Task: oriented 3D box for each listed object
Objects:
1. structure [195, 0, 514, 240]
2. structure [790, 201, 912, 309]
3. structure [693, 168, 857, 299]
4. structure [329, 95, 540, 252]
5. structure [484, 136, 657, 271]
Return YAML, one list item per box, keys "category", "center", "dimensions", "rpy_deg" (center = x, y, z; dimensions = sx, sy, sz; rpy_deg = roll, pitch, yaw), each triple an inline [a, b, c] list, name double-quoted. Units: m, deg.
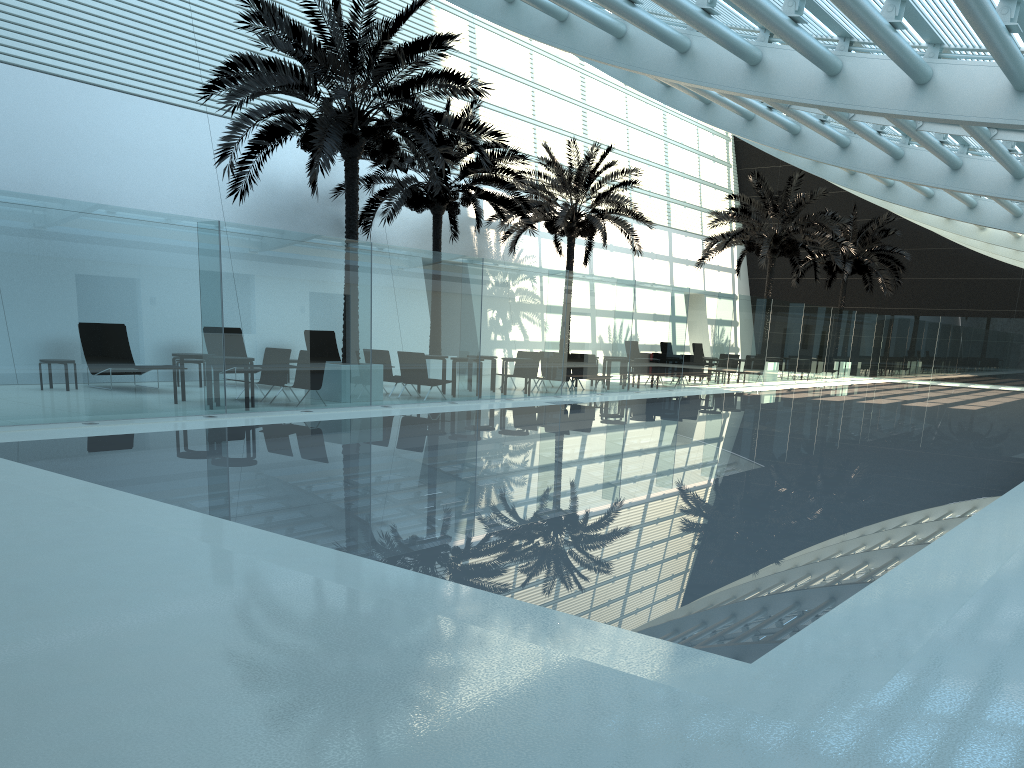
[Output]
- category: "structure"
  center: [-2.929, -3.239, 15.034]
  dimensions: [4.425, 7.235, 4.690]
  rpy_deg: [-5, 13, -33]
- category: "structure"
  center: [13.954, -3.815, 36.255]
  dimensions: [4.437, 7.235, 4.678]
  rpy_deg: [6, 11, 16]
- category: "structure"
  center: [8.899, -3.645, 29.933]
  dimensions: [4.762, 7.236, 4.358]
  rpy_deg: [9, 12, 30]
- category: "structure"
  center: [-1.890, -3.494, 21.362]
  dimensions: [4.621, 7.045, 4.161]
  rpy_deg: [5, 11, 16]
- category: "structure"
  center: [1.658, -3.667, 26.145]
  dimensions: [4.637, 7.108, 4.146]
  rpy_deg: [-1, 11, -19]
